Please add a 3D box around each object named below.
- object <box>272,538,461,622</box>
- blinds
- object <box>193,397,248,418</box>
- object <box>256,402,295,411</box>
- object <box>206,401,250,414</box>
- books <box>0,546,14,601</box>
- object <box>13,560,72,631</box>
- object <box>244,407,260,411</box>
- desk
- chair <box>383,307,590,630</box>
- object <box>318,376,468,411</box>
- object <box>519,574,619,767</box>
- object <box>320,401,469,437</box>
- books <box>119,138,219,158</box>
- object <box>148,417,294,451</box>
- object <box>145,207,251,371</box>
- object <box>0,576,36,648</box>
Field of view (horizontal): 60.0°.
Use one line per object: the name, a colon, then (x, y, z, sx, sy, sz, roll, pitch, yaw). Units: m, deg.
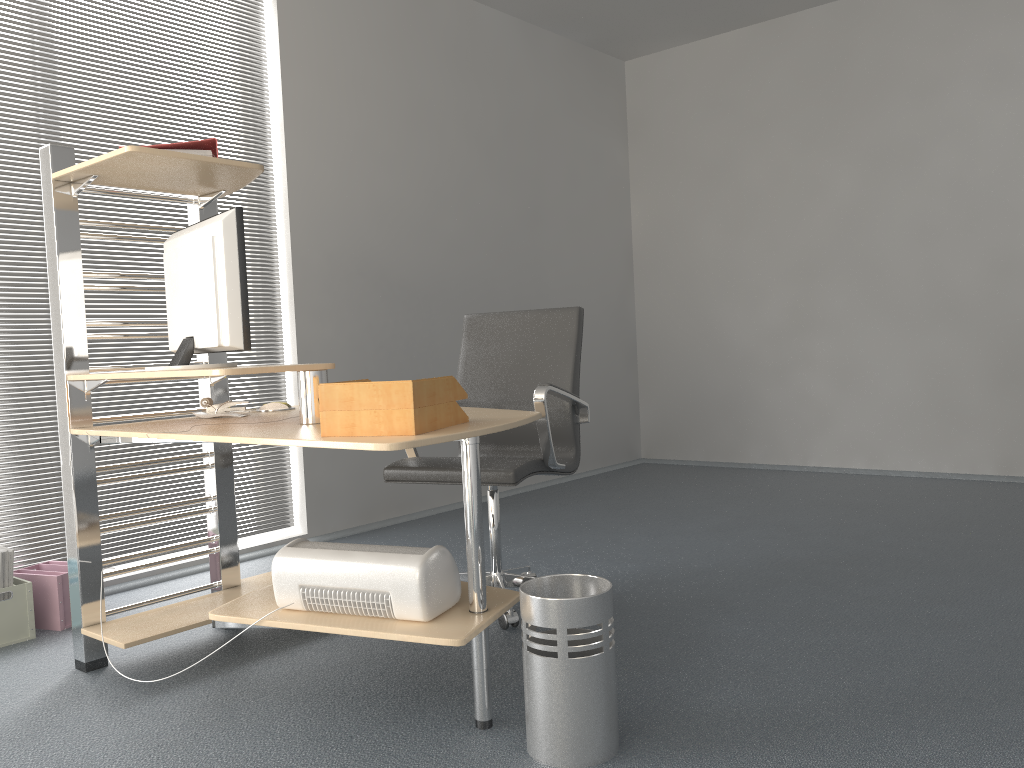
object: (-0.331, 0.468, 2.265, 0.438, 0.162, 0.351, -2, 3, 24)
blinds: (-1.761, -0.627, 3.544, 0.022, 2.770, 1.950, -1, 3, 40)
object: (-0.918, 0.073, 2.788, 0.159, 0.064, 0.054, -3, 2, 7)
object: (-0.815, 0.076, 3.056, 0.132, 0.026, 0.132, -1, 3, 40)
object: (-0.926, 0.080, 2.894, 0.134, 0.042, 0.022, -3, 2, -8)
books: (-1.768, 0.709, 3.026, 0.220, 0.306, 0.068, -1, 3, 40)
object: (-1.652, 0.766, 3.209, 0.245, 0.202, 0.185, -2, 2, 22)
object: (-0.880, 0.085, 3.107, 0.011, 0.011, 0.158, -1, 3, 37)
desk: (-0.495, 0.045, 2.554, 1.469, 1.566, 0.967, -1, 3, 40)
chair: (-0.067, 0.261, 3.111, 0.584, 1.048, 0.652, -2, 3, 26)
object: (-0.265, 0.017, 2.041, 0.225, 0.060, 0.309, -2, 2, 19)
object: (0.129, 0.640, 1.996, 0.208, 0.377, 0.208, -3, 2, -7)
object: (-0.262, 0.074, 2.043, 0.225, 0.060, 0.309, -2, 2, 19)
books: (-1.014, -0.664, 2.648, 0.262, 0.072, 0.320, -4, 2, -18)
object: (-0.607, 0.114, 2.499, 0.814, 0.082, 0.478, -5, 3, -43)
object: (-0.916, -0.251, 2.499, 0.245, 0.418, 0.516, -4, 3, -28)
object: (-1.774, 0.780, 3.018, 0.245, 0.202, 0.185, -1, 3, 40)
